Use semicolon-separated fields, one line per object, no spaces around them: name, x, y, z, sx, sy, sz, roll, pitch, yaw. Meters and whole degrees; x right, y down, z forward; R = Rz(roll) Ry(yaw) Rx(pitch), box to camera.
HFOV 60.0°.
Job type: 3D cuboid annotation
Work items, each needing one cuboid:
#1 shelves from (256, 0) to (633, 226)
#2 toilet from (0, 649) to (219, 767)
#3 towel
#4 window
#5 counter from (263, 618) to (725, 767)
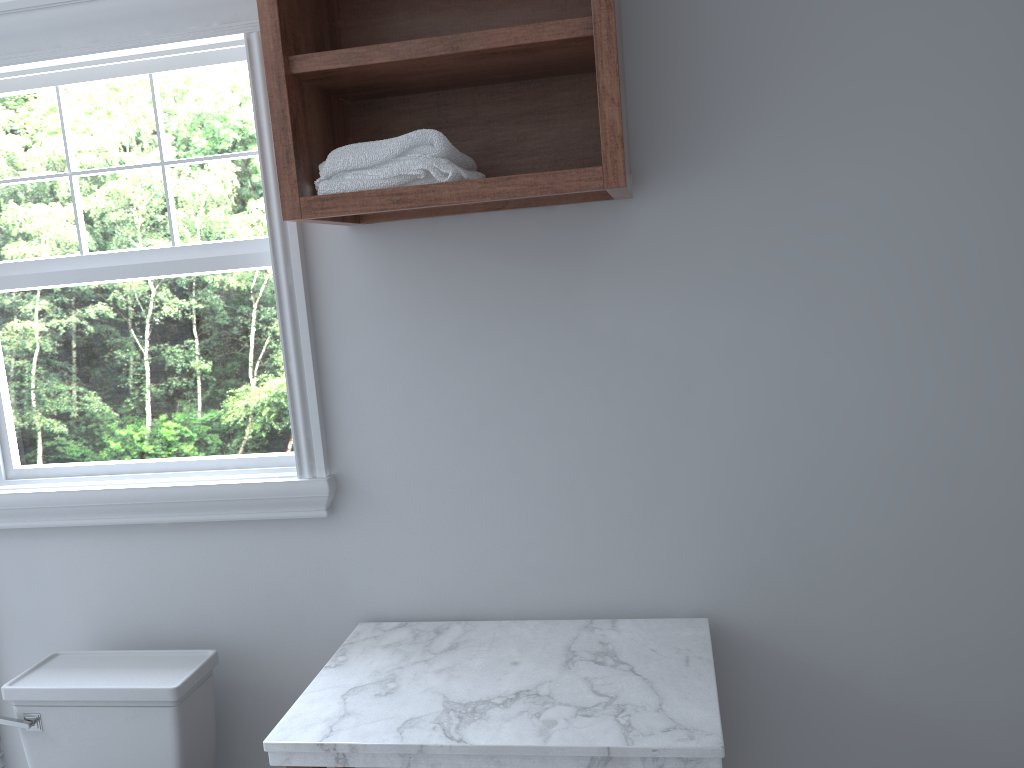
shelves;-0.111;-0.633;1.755;0.647;0.566;0.357;-4;8;10
toilet;-0.979;1.070;1.890;0.490;0.727;0.722;-4;8;10
towel;-0.223;-0.426;1.775;0.305;0.112;0.283;-3;8;10
window;-0.962;-0.278;2.161;1.040;1.248;0.149;-4;8;10
counter;0.027;0.993;1.871;0.828;0.810;0.539;-4;8;10
